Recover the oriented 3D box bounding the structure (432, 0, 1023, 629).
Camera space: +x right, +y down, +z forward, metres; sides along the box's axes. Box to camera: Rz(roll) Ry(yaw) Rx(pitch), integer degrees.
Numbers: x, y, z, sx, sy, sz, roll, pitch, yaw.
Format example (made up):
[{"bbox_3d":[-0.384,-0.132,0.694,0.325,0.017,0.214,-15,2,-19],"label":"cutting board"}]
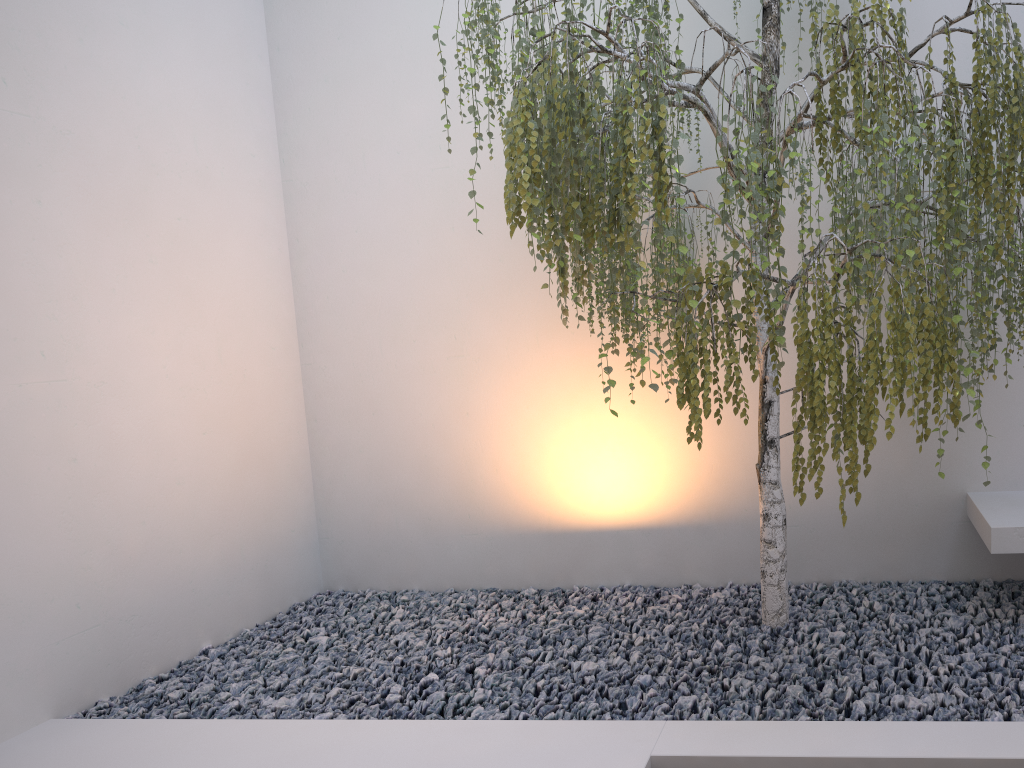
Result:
[{"bbox_3d":[0.852,-0.967,2.920,2.343,4.034,1.817,-4,6,9],"label":"structure"}]
